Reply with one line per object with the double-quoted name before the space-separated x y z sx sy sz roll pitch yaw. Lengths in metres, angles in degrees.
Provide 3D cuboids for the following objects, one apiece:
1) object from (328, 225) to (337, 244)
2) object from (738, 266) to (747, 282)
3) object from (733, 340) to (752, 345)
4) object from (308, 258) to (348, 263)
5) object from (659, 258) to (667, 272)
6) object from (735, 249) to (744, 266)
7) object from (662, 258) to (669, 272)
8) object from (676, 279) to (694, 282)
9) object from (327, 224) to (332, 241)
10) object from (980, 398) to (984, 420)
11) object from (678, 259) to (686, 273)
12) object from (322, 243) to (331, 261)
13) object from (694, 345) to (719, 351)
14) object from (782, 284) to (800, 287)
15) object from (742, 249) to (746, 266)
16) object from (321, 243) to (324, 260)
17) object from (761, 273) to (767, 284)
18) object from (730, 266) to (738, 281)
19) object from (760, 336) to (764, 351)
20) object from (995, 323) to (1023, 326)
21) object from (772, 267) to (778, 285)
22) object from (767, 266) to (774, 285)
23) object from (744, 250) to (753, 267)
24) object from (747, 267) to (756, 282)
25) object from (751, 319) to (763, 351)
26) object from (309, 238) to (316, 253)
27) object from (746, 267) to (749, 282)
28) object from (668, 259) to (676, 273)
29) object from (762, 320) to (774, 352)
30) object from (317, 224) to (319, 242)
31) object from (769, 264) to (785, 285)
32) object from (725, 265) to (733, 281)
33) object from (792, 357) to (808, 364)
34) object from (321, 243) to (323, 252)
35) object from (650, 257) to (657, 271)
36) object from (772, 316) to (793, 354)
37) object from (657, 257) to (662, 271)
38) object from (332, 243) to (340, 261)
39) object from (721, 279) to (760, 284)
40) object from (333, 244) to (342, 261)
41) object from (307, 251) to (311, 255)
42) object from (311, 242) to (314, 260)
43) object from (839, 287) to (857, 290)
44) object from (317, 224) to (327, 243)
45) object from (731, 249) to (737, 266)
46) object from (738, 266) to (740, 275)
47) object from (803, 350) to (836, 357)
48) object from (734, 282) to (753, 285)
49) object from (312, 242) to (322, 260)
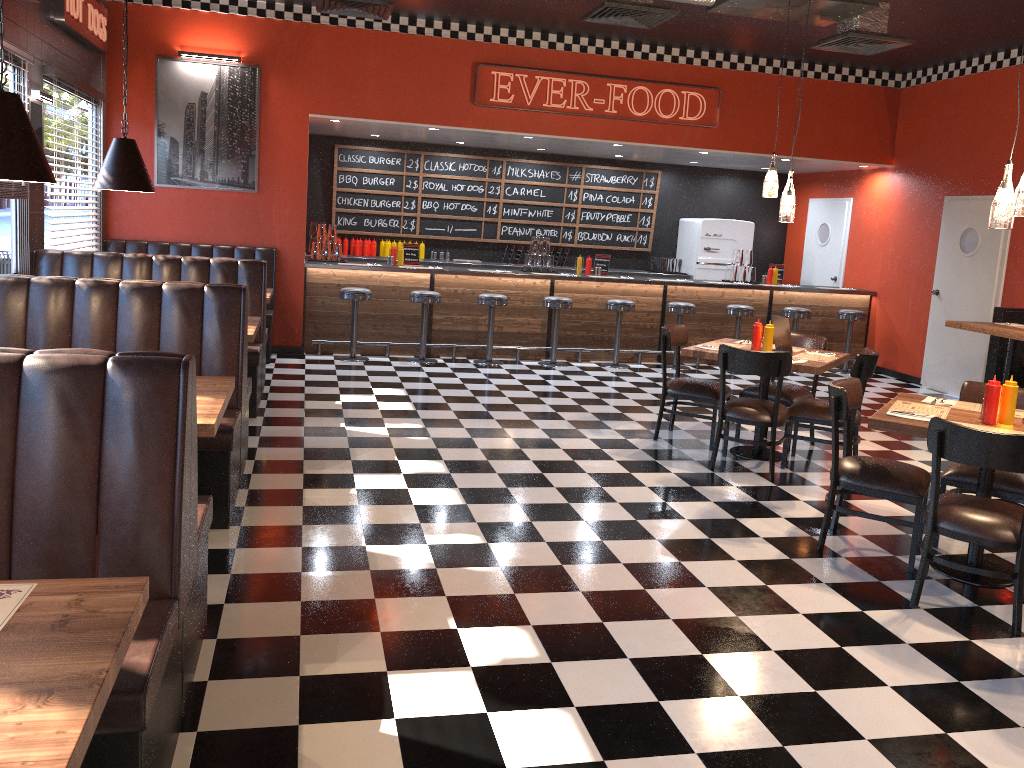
"object" -2.030 -1.698 10.036 0.105 0.207 0.106 -1 10 -28
"object" 2.926 -1.389 11.235 0.106 0.207 0.106 9 10 31
"object" 1.811 -0.323 6.838 0.158 0.019 0.256 11 13 34
"object" -2.105 -1.411 10.128 0.437 0.018 0.275 1 11 -13
"object" 2.126 -1.668 12.478 0.106 0.207 0.106 9 10 31
"object" 2.880 -1.597 11.203 0.106 0.207 0.106 9 10 31
"object" 2.138 -1.647 12.371 0.106 0.207 0.106 9 10 31
"object" 2.105 -1.265 10.810 0.157 0.019 0.257 1 11 -13
"object" -2.060 -1.720 10.143 0.105 0.207 0.106 -1 10 -28
"object" 2.347 0.107 4.376 0.047 0.135 0.094 10 11 36
"object" 2.380 -1.642 12.424 0.106 0.207 0.106 9 10 31
"object" -2.101 -1.495 10.053 0.105 0.207 0.106 -1 10 -28
"object" 1.459 -0.262 6.387 0.256 0.019 0.158 11 13 35
"object" 3.511 -1.242 11.173 0.157 0.019 0.257 0 11 -18
"object" 2.967 -1.614 11.325 0.106 0.207 0.106 9 10 31
"object" -2.133 -1.516 10.156 0.105 0.207 0.106 -1 10 -28
"object" 3.236 -1.347 11.330 0.093 0.135 0.047 1 9 -18
"object" 2.817 -1.393 11.220 0.106 0.207 0.106 9 10 31
"object" 1.845 -0.302 6.421 0.047 0.135 0.094 0 9 -23
"object" 4.142 -0.501 7.380 0.255 0.019 0.158 1 11 -16
"object" 3.351 -1.385 11.290 0.068 0.236 0.068 -4 11 -44
"object" 3.276 -1.379 11.234 0.068 0.236 0.068 6 9 17
"object" 2.997 -1.592 11.218 0.106 0.207 0.106 9 10 31
"object" 3.046 -1.385 11.256 0.106 0.207 0.106 9 10 31
"object" 1.762 -0.351 6.369 0.068 0.236 0.068 8 9 29
"object" -2.573 -1.783 11.452 0.105 0.207 0.106 -1 10 -28
"object" 3.010 -1.407 11.366 0.106 0.207 0.106 9 10 31
"object" 2.244 -1.654 12.445 0.106 0.207 0.106 9 10 31
"object" 1.824 -0.334 6.300 0.068 0.236 0.068 4 8 1
"object" -2.171 -1.721 10.108 0.105 0.207 0.106 -1 10 -28
"object" 3.405 -1.415 11.420 0.188 0.255 0.072 7 9 21
"object" 2.779 -1.414 11.324 0.106 0.207 0.106 9 10 31
"object" 1.921 -0.166 6.030 0.158 0.019 0.256 10 12 32
"object" -2.462 -1.783 11.490 0.105 0.207 0.106 -1 10 -28
"object" 2.035 -1.728 12.774 0.106 0.207 0.106 9 10 31
"object" 1.959 -0.358 6.423 0.072 0.255 0.189 0 10 -23
"object" 2.121 -1.707 12.686 0.106 0.207 0.106 9 10 31
"object" -2.017 -1.514 10.184 0.105 0.207 0.106 -1 10 -28
"object" 2.922 -1.305 11.310 0.437 0.018 0.275 1 11 -13
"object" -1.981 -1.491 10.074 0.105 0.207 0.106 -1 10 -28
"object" -2.537 -1.707 11.584 0.272 0.018 0.440 1 11 -13
"object" -2.248 -1.521 10.142 0.105 0.207 0.106 -1 10 -28
"object" 4.301 -1.225 11.359 0.157 0.019 0.257 3 10 -3
"object" -2.147 -1.703 10.021 0.105 0.207 0.106 -1 10 -28
"object" 2.856 -1.614 11.289 0.106 0.207 0.106 9 10 31
"object" 2.894 -1.410 11.338 0.106 0.207 0.106 9 10 31
"object" 2.231 -0.229 6.478 0.255 0.019 0.158 9 12 26
"object" 2.853 -1.250 10.990 0.157 0.019 0.257 0 11 -17
"object" -2.210 -1.499 10.038 0.105 0.207 0.106 -1 10 -28
